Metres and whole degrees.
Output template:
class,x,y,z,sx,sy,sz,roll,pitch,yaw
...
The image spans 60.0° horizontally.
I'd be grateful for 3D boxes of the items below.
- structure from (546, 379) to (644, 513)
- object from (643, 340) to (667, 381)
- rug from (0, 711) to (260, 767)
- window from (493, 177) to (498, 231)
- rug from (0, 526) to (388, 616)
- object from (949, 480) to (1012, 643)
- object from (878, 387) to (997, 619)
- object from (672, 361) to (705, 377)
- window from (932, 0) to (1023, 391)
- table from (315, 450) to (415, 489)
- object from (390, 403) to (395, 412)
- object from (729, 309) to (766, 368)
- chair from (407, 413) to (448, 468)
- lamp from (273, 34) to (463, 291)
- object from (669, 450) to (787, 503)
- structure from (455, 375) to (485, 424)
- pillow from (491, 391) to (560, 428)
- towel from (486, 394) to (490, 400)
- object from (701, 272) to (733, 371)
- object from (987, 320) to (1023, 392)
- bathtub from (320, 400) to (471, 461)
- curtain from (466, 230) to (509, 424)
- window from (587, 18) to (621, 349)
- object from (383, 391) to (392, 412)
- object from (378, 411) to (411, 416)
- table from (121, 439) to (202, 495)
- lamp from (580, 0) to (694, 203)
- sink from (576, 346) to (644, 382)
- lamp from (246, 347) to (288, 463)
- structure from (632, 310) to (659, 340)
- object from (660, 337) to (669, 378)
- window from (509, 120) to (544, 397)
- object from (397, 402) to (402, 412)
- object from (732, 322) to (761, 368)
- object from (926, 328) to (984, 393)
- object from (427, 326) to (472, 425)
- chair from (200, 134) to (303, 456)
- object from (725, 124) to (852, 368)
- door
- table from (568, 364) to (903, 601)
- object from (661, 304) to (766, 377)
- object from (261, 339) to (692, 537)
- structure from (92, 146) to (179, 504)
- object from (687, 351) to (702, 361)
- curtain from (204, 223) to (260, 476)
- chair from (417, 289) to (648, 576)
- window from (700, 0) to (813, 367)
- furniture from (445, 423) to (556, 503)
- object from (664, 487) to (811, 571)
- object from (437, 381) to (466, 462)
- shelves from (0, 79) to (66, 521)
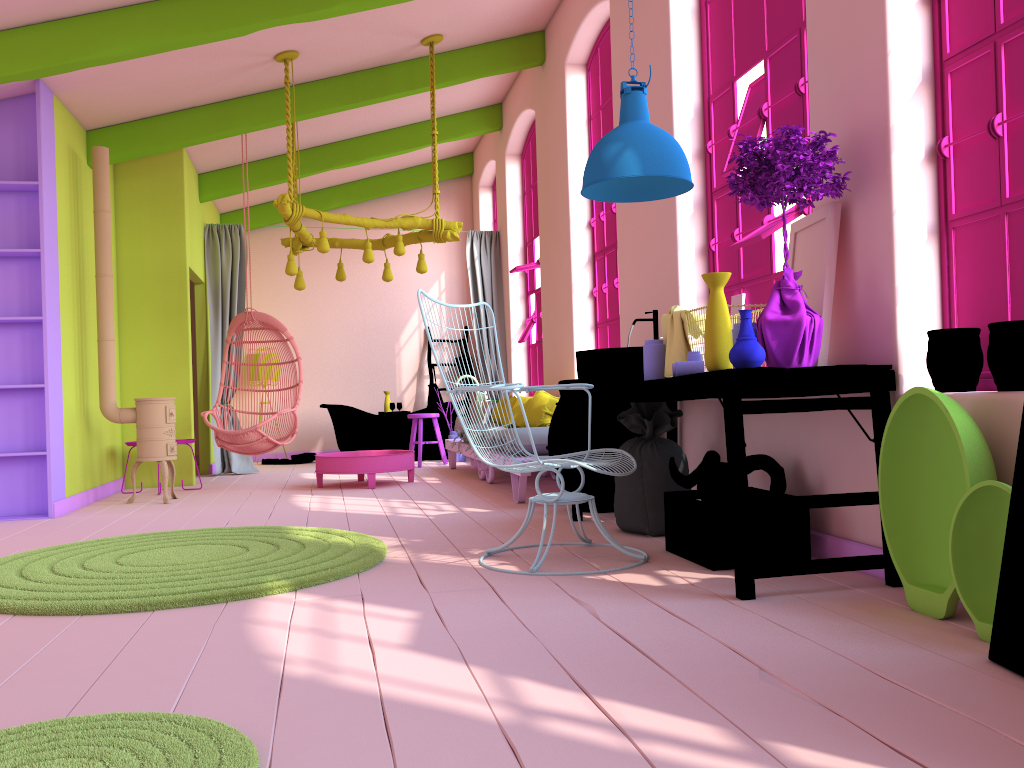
class,x,y,z,sx,sy,sz,roll,pitch,yaw
structure,0.577,0.389,5.726,0.718,0.845,0.718,-1,-1,-44
object,0.704,-0.117,4.372,0.109,0.197,0.109,-2,0,-20
rug,-0.906,0.781,1.697,0.792,0.021,0.793,-1,-1,-29
window,-0.082,-1.300,11.305,0.072,3.047,1.275,-2,0,-12
rug,-1.548,0.830,4.161,1.888,0.050,1.889,-1,-1,-24
object,1.415,0.501,2.523,0.137,0.462,0.284,-2,0,-27
object,1.415,0.372,2.860,0.218,0.733,0.451,-2,0,-12
object,0.782,-0.063,3.933,0.137,0.076,0.076,-2,-1,8
window,1.718,-1.493,2.751,0.072,3.047,1.275,-2,0,-12
table,-1.311,0.762,7.947,0.885,0.285,0.885,-2,-1,14
object,-1.475,0.316,10.948,0.069,0.170,0.069,-2,0,8
object,0.871,-0.165,3.293,0.132,0.219,0.132,-2,0,5
chair,-1.013,0.635,10.111,0.472,0.593,0.446,-1,-1,-43
lamp,-1.533,-1.959,7.893,1.610,2.264,1.776,-2,-1,-30
object,0.983,0.538,4.087,0.300,0.448,0.672,-2,-1,-36
structure,-0.466,0.408,11.339,0.452,1.061,0.254,-2,0,32
pillow,0.145,0.242,8.050,0.578,0.399,1.997,-2,-1,-12
towel,-0.205,0.159,11.524,0.262,0.102,0.247,-2,-1,-11
object,0.809,-0.241,3.484,0.116,0.383,0.116,-2,0,-38
object,1.624,-0.089,2.840,0.182,0.222,0.182,-2,-1,-29
bathtub,-1.443,0.590,11.151,1.889,0.740,0.826,-2,-1,-12
curtain,-0.248,-0.442,10.336,0.518,2.785,0.525,-2,0,7
window,0.816,-1.396,7.037,0.072,3.047,1.275,-2,0,-12
object,-1.557,0.249,11.100,0.097,0.321,0.097,-2,0,-1
object,-1.482,0.380,11.146,0.360,0.068,1.323,-2,-1,-12
table,-3.132,0.732,7.925,0.596,0.458,0.596,-2,-1,26
lamp,0.554,-1.910,4.173,0.529,2.002,0.529,-2,0,20
sink,0.571,-0.105,4.851,0.340,0.194,0.609,-2,-1,-12
lamp,-3.212,0.270,11.424,0.491,1.466,0.476,-2,0,18
structure,0.744,-0.209,4.914,0.166,0.397,0.087,-2,0,-2
object,0.822,-0.140,4.666,0.165,0.250,0.410,-2,-1,23
window,0.312,-1.333,9.438,0.551,3.009,1.514,-2,0,-12
object,-1.411,0.317,11.128,0.069,0.170,0.069,-2,0,8
object,0.946,-0.146,3.583,0.109,0.197,0.109,-2,0,25
object,1.563,-0.082,3.132,0.182,0.222,0.182,-1,-1,-34
object,-0.835,0.083,12.033,0.603,1.764,0.410,-2,0,-12
chair,-2.408,-0.913,8.096,0.860,3.129,0.806,-2,0,8
object,1.073,-0.528,3.487,0.503,0.950,0.441,-2,0,38
door,1.469,-0.381,1.787,0.450,2.211,1.153,-2,0,-2
table,0.886,0.366,4.249,0.655,0.820,2.193,-2,-1,-12
object,0.948,-0.209,4.243,0.444,0.369,0.633,-2,-1,-12
object,-1.146,0.115,8.171,2.826,1.580,7.866,-2,-1,-11
structure,-2.974,-0.461,7.114,0.577,2.814,0.403,-2,0,5
object,0.827,-0.088,4.011,0.065,0.118,0.065,-2,0,37
curtain,-3.125,-0.415,9.739,0.518,2.785,0.525,-2,0,-31
chair,0.139,0.182,4.056,0.925,1.238,1.078,-2,-1,23
window,1.328,-1.442,4.630,0.492,3.003,1.497,-2,0,-12
furniture,0.009,0.609,7.934,0.907,0.507,3.776,-2,-1,-12
object,0.984,0.629,3.938,0.446,0.277,0.522,-2,-1,-12
object,-0.698,0.431,10.529,0.451,0.987,0.277,-2,0,32
shelves,-4.168,-0.570,6.108,1.841,3.104,0.384,-2,0,-12
